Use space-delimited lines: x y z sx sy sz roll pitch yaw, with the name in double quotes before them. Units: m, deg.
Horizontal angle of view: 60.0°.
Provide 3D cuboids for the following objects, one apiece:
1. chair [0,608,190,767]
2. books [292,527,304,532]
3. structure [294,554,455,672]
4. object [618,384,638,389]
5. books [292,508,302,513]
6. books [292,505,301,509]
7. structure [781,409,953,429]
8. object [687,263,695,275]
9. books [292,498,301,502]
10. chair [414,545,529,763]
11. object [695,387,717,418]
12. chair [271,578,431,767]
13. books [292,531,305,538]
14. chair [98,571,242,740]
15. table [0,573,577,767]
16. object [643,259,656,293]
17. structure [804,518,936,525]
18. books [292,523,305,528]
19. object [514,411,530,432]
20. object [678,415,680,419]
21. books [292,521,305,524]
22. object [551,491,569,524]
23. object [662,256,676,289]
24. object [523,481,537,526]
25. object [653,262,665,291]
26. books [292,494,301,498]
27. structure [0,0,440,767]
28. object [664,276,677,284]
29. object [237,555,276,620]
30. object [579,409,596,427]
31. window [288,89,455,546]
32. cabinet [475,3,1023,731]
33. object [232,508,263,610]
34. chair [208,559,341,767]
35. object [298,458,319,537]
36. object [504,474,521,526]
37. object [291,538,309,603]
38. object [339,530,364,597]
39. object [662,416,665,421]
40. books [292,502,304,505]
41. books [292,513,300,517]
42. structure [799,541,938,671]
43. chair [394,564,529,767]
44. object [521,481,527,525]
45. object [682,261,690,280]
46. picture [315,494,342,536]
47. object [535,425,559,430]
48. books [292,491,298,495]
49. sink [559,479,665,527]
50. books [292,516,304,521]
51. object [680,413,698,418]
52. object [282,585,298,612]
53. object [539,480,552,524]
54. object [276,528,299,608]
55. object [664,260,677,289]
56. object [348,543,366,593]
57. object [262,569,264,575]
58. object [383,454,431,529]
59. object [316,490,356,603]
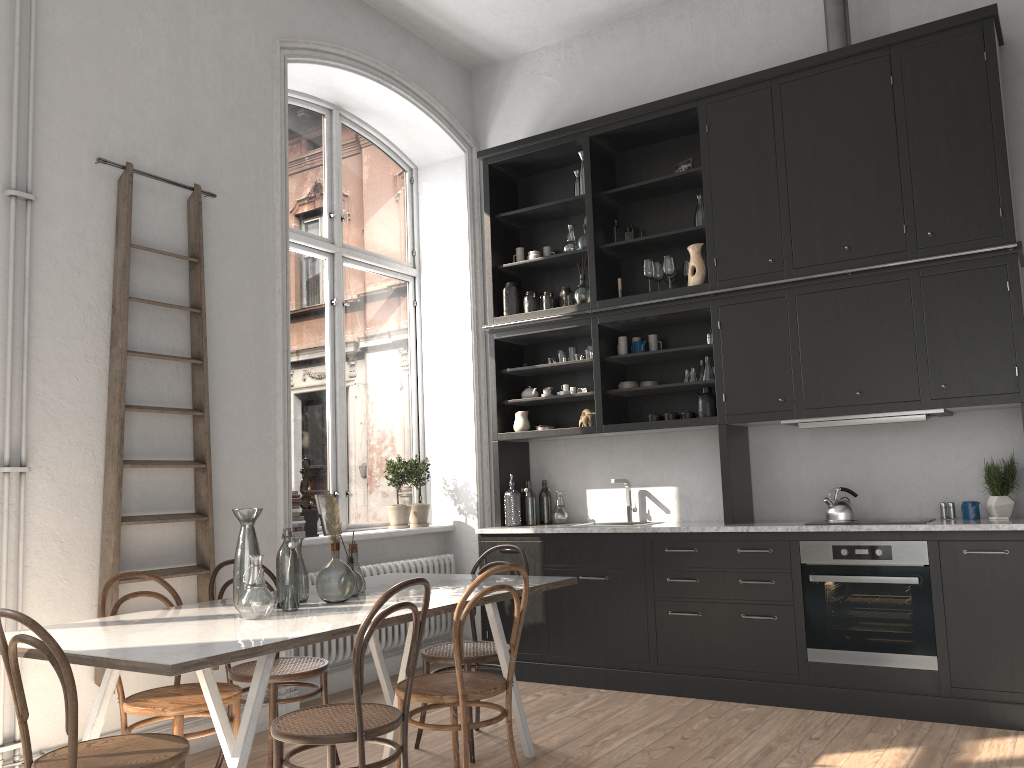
"chair" -1.247 1.107 2.650 0.438 0.920 0.549 -8 -8 40
"books" -1.383 0.868 5.258 0.175 0.023 0.250 -6 -8 28
"structure" -0.881 1.429 5.684 0.194 0.552 1.578 -6 -8 32
"object" -1.217 0.753 3.605 0.792 1.840 5.830 -7 -8 37
"books" -1.393 0.760 5.294 0.158 0.024 0.222 -6 -8 32
"books" -1.391 0.738 5.291 0.155 0.022 0.205 -6 -8 27
"structure" 1.980 0.176 4.968 0.844 0.123 0.379 -6 -8 32
"object" 1.127 -0.666 5.550 0.046 0.186 0.046 -3 -6 5
"books" -1.400 0.695 5.284 0.231 0.023 0.163 4 -9 -42
"chair" -0.177 1.258 4.272 0.549 0.920 0.438 4 -9 -45
"object" 1.195 0.115 5.393 0.124 0.191 0.129 1 -7 -30
"chair" -0.545 1.120 2.988 0.549 0.920 0.438 -6 -7 28
"books" -1.384 0.900 5.254 0.192 0.043 0.248 -6 -8 32
"chair" -1.331 1.210 3.495 0.549 0.920 0.438 -6 -7 30
"table" -0.737 1.254 3.473 1.100 0.779 2.201 -6 -8 32
"object" 0.868 -0.670 5.587 0.083 0.221 0.083 1 -7 -26
"structure" 1.936 0.744 4.792 0.592 0.011 0.428 -6 -8 32
"books" -1.384 0.845 5.261 0.175 0.023 0.249 -7 -8 33
"object" 0.068 0.263 6.084 0.115 0.144 0.127 -3 -7 11
"object" 1.020 0.214 5.610 0.088 0.059 0.104 1 -8 -29
"books" -1.392 0.828 5.279 0.193 0.014 0.255 -7 -8 35
"object" 0.328 0.844 6.069 0.120 0.219 0.132 -6 -8 32
"object" 0.979 -0.683 5.519 0.083 0.221 0.083 -1 -6 -11
"object" 0.122 0.810 6.039 0.086 0.301 0.086 -4 -7 18
"object" 0.937 -0.664 5.665 0.083 0.221 0.083 -5 -7 24
"books" -1.394 0.675 5.298 0.155 0.020 0.205 -6 -8 32
"structure" -1.880 -0.464 4.290 0.340 4.470 5.184 -6 -8 32
"object" 1.031 -0.657 5.754 0.083 0.221 0.083 1 -7 -26
"object" -0.905 0.718 3.141 0.132 0.219 0.132 -5 -7 22
"object" 0.490 0.224 5.796 0.069 0.123 0.173 1 -7 -25
"window" -0.500 -3.989 13.444 26.409 15.920 14.392 -6 -8 32
"cabinet" 1.244 -0.014 5.305 3.252 3.580 0.635 -6 -7 32
"object" -1.019 0.673 3.420 0.116 0.382 0.116 -8 -9 43
"chair" -1.088 1.262 4.018 0.549 0.920 0.438 -7 -8 39
"object" -1.274 0.701 5.491 0.122 0.487 0.102 2 -7 -33
"object" 0.002 0.780 5.976 0.109 0.349 0.109 -4 -6 13
"object" -0.869 0.750 3.569 0.100 0.254 0.098 -3 -6 9
"object" -0.678 0.746 3.717 0.107 0.283 0.107 -5 -7 27
"object" 0.939 0.224 5.665 0.088 0.059 0.104 -6 -8 31
"books" -1.395 0.717 5.289 0.174 0.019 0.244 -6 -8 32
"books" -1.389 0.783 5.286 0.205 0.022 0.155 4 -9 -43
"structure" 1.948 1.136 4.743 0.622 0.622 0.618 -6 -8 32
"chair" -0.198 1.163 3.459 0.549 0.920 0.438 -8 -9 43
"object" 0.107 0.824 6.161 0.086 0.301 0.086 4 -9 -43
"object" 1.129 -0.672 5.657 0.083 0.221 0.083 -6 -7 31
"picture" -1.203 0.837 5.658 0.149 0.264 0.222 -4 -7 16
"object" 0.240 0.308 6.052 0.180 0.037 0.180 -4 -7 17
"books" -1.405 0.654 5.301 0.159 0.024 0.201 -5 -7 22
"sink" 0.648 0.860 5.650 0.526 0.504 0.514 -6 -8 32
"books" -1.395 0.807 5.281 0.193 0.028 0.246 -6 -8 27
"object" 1.110 0.204 5.557 0.104 0.059 0.088 -2 -7 -4
"object" -0.828 0.798 3.309 0.058 0.094 0.058 1 -7 -29
"object" 0.231 0.819 6.158 0.086 0.301 0.086 -1 -6 -12
"object" -0.870 0.710 3.438 0.086 0.301 0.086 -4 -7 18
"object" 1.007 -0.672 5.621 0.083 0.221 0.083 -6 -7 31
"object" -0.686 0.796 3.837 0.101 0.211 0.101 0 -7 -18
"object" -0.942 0.771 3.312 0.083 0.158 0.083 -6 -7 28
"object" -0.745 0.761 6.321 0.234 0.523 0.500 -5 -7 22
"object" -0.706 0.644 3.542 0.157 0.445 0.157 3 -8 -39
